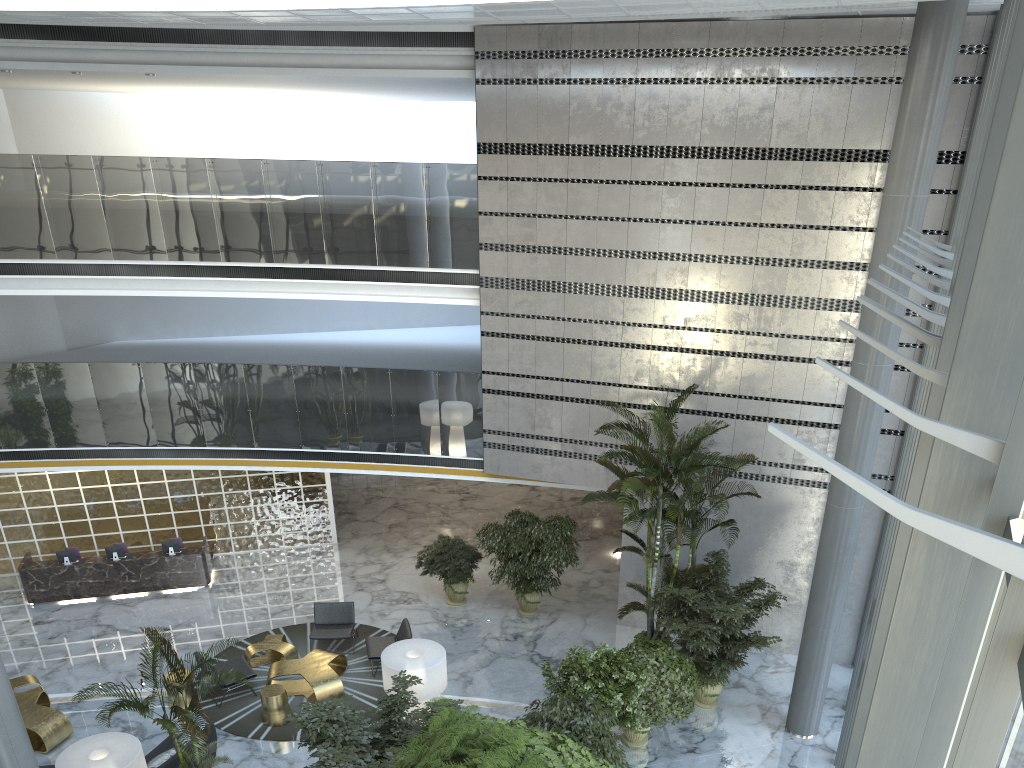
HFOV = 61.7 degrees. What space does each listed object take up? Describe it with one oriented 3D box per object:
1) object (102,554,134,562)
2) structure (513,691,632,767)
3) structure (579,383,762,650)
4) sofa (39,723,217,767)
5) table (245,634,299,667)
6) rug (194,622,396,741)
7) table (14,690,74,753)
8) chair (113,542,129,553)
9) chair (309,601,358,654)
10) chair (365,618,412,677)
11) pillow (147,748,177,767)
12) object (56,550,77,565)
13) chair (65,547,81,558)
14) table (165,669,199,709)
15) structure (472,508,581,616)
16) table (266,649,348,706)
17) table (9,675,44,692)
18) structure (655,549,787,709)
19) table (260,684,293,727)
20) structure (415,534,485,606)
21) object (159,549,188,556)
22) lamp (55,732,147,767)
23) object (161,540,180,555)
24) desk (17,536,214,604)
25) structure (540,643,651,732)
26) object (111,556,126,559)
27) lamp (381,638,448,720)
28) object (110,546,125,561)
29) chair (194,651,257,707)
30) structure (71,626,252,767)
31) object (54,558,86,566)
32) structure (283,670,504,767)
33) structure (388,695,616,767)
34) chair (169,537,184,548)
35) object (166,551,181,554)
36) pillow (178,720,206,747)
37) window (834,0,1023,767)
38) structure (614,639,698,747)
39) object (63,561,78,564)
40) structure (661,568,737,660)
[{"bbox_3d":[-7.328,3.259,15.926,0.513,0.005,0.372,-3,16,-15],"label":"object"},{"bbox_3d":[0.570,4.602,10.231,1.989,2.110,1.492,-14,26,-33],"label":"structure"},{"bbox_3d":[2.192,2.368,12.851,2.338,5.182,2.366,12,27,26],"label":"structure"},{"bbox_3d":[-5.158,4.955,10.980,1.957,0.789,1.775,6,17,15],"label":"sofa"},{"bbox_3d":[-3.931,4.365,14.092,0.863,0.304,0.673,0,17,-3],"label":"table"},{"bbox_3d":[-3.231,4.650,13.708,3.555,0.021,3.181,-2,15,-10],"label":"rug"},{"bbox_3d":[-6.883,4.791,12.029,1.240,0.476,1.347,6,17,16],"label":"table"},{"bbox_3d":[-7.407,3.345,16.274,0.258,0.652,0.306,-7,25,-14],"label":"chair"},{"bbox_3d":[-2.994,4.090,14.350,0.725,0.748,0.652,-1,21,-3],"label":"chair"},{"bbox_3d":[-1.977,4.251,13.832,0.731,0.748,0.647,-4,22,-13],"label":"chair"},{"bbox_3d":[-4.434,4.803,10.744,0.285,0.446,0.572,12,22,25],"label":"pillow"},{"bbox_3d":[-8.106,3.165,15.584,0.292,0.328,0.101,-5,25,-14],"label":"object"},{"bbox_3d":[-8.210,3.386,16.057,0.258,0.652,0.306,-7,25,-14],"label":"chair"},{"bbox_3d":[-4.960,4.575,12.845,0.432,0.554,0.406,7,23,16],"label":"table"},{"bbox_3d":[0.308,3.202,15.241,1.606,2.201,1.848,-16,27,-35],"label":"structure"},{"bbox_3d":[-3.066,4.543,13.224,1.345,0.446,1.089,-11,21,-36],"label":"table"},{"bbox_3d":[-7.506,4.637,12.862,0.783,0.324,0.847,-13,21,-38],"label":"table"},{"bbox_3d":[2.983,3.760,12.702,1.847,2.557,1.682,3,23,6],"label":"structure"},{"bbox_3d":[-3.452,4.676,12.499,0.438,0.554,0.400,4,22,8],"label":"table"},{"bbox_3d":[-1.112,3.401,15.757,1.103,1.480,1.144,15,26,32],"label":"structure"},{"bbox_3d":[-6.396,3.211,16.178,0.513,0.005,0.372,-3,16,-15],"label":"object"},{"bbox_3d":[-4.415,4.801,9.564,0.841,1.859,0.747,-7,25,-16],"label":"lamp"},{"bbox_3d":[-6.388,3.077,16.047,0.292,0.328,0.101,-5,25,-14],"label":"object"},{"bbox_3d":[-7.481,3.429,16.464,3.170,0.793,1.426,-3,18,-15],"label":"desk"},{"bbox_3d":[1.039,4.275,11.344,1.214,2.190,1.265,-20,30,-38],"label":"structure"},{"bbox_3d":[-7.338,3.236,15.979,0.265,0.012,0.064,-3,16,-15],"label":"object"},{"bbox_3d":[-1.274,4.343,11.523,0.785,1.859,0.802,19,30,36],"label":"lamp"},{"bbox_3d":[-7.320,3.125,15.796,0.292,0.328,0.101,-5,25,-14],"label":"object"},{"bbox_3d":[-4.342,4.412,13.044,0.720,0.748,0.658,-13,25,-31],"label":"chair"},{"bbox_3d":[-3.351,4.003,8.848,1.215,3.847,1.268,3,25,7],"label":"structure"},{"bbox_3d":[-8.114,3.299,15.714,0.513,0.005,0.372,-3,16,-15],"label":"object"},{"bbox_3d":[-1.321,4.467,9.653,2.316,2.600,2.020,4,22,8],"label":"structure"},{"bbox_3d":[-0.267,4.529,8.159,2.992,3.302,3.599,15,24,33],"label":"structure"},{"bbox_3d":[-6.454,3.296,16.531,0.258,0.652,0.306,-7,25,-14],"label":"chair"},{"bbox_3d":[-6.406,3.188,16.231,0.265,0.012,0.064,-3,16,-15],"label":"object"},{"bbox_3d":[-4.221,4.672,11.247,0.288,0.446,0.567,9,21,21],"label":"pillow"},{"bbox_3d":[-3.156,-0.058,10.043,17.535,11.242,12.988,13,23,33],"label":"window"},{"bbox_3d":[1.807,4.328,11.949,1.593,1.796,1.285,-3,22,-10],"label":"structure"},{"bbox_3d":[-8.124,3.276,15.767,0.265,0.012,0.064,-3,16,-15],"label":"object"},{"bbox_3d":[3.042,3.792,14.189,1.127,1.722,1.257,-10,24,-24],"label":"structure"}]
